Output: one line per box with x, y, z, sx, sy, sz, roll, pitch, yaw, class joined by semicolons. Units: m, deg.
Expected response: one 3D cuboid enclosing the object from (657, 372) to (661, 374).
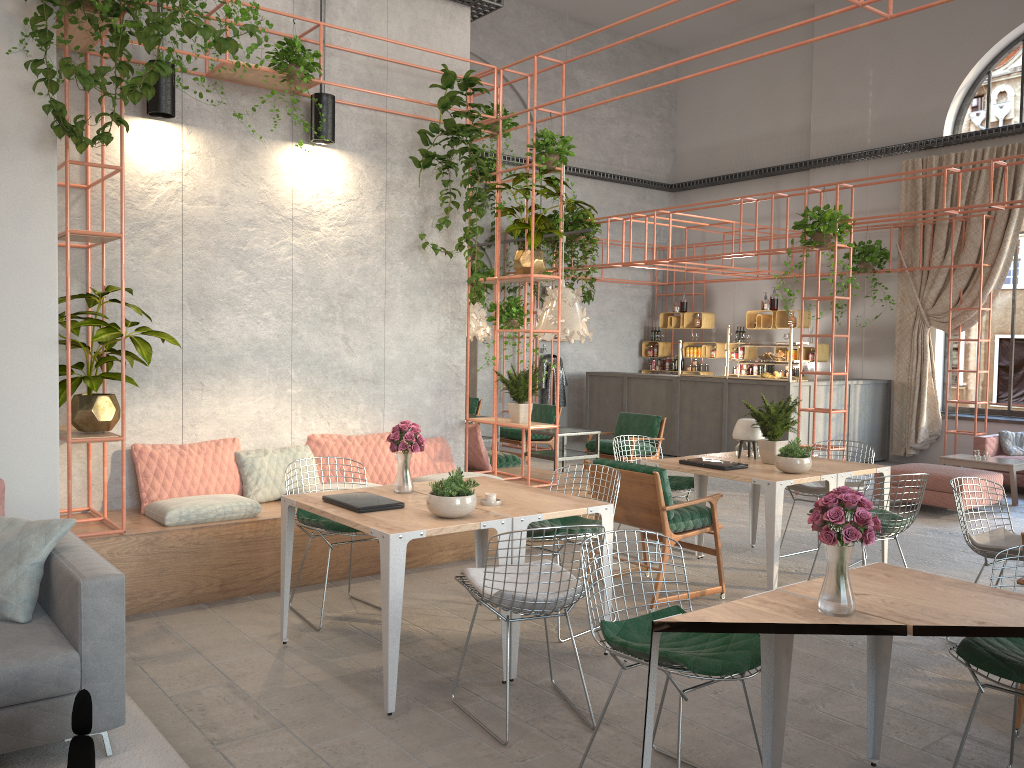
2.721;-0.098;16.415;0.074;0.243;0.254;1;3;-7;object

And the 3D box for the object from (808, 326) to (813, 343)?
4.668;-0.772;13.867;0.075;0.273;0.075;3;3;41;object

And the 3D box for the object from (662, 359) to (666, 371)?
2.762;-0.353;16.108;0.073;0.219;0.105;-1;3;-31;object

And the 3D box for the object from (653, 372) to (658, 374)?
2.660;-0.102;16.478;0.074;0.243;0.254;1;3;-7;object

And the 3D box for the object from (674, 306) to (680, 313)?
2.947;-1.337;15.845;0.088;0.123;0.088;2;3;19;object

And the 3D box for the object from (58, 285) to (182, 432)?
-2.569;-0.164;5.462;0.934;0.919;0.903;2;3;24;object

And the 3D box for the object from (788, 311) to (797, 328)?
4.450;-1.020;14.070;0.137;0.261;0.137;1;3;-2;object

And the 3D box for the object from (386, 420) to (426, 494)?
-0.603;0.413;5.043;0.225;0.414;0.213;3;4;45;object

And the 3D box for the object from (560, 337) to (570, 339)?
0.882;-0.843;15.293;0.219;0.149;0.129;-1;3;-38;object

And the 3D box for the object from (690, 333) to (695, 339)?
3.179;-0.817;15.590;0.083;0.159;0.083;-1;3;-28;object

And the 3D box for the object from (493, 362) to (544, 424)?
0.073;0.075;7.588;0.438;0.527;0.368;-1;3;-38;object

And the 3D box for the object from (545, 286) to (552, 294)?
0.624;-1.589;15.036;0.133;0.145;0.133;2;3;14;object

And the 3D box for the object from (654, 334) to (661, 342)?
2.668;-0.849;16.251;0.115;0.147;0.115;1;3;7;object

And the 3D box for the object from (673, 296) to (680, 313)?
2.991;-1.437;16.077;0.134;0.301;0.134;3;3;41;object

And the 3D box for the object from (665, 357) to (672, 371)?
2.833;-0.363;16.025;0.072;0.248;0.094;-1;3;-38;object

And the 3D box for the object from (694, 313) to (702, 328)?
3.277;-1.108;15.587;0.137;0.261;0.137;1;3;-2;object

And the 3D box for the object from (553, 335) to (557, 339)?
0.713;-0.872;15.160;0.081;0.204;0.081;-1;3;-37;object

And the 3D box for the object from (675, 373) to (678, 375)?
2.955;-0.159;15.888;0.058;0.059;0.058;1;3;7;object

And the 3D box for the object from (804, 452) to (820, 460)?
2.281;0.556;6.902;0.218;0.041;0.218;-1;3;-29;object

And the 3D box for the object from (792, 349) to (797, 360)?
4.435;-0.455;13.921;0.069;0.191;0.069;0;3;-21;object

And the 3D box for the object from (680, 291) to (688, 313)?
3.080;-1.469;15.902;0.134;0.386;0.134;1;3;-4;object

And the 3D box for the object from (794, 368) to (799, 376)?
4.488;-0.185;13.984;0.073;0.131;0.073;-2;4;-45;object

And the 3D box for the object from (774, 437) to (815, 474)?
1.936;0.489;6.107;0.248;0.247;0.254;-1;3;-38;object

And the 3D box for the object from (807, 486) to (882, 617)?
1.072;0.538;2.877;0.225;0.414;0.213;3;4;45;object

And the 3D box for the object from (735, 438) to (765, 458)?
1.885;0.493;7.007;0.210;0.154;0.165;3;4;42;object

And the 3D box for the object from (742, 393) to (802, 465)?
1.933;0.326;6.543;0.438;0.527;0.368;-1;3;-38;object

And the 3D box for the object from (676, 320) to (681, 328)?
2.995;-1.065;15.852;0.123;0.142;0.141;-1;3;-38;object

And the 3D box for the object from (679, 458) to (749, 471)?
1.449;0.576;6.387;0.268;0.031;0.427;-1;3;-38;object

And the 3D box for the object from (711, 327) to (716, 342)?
3.495;-0.860;15.384;0.075;0.273;0.075;2;3;19;object

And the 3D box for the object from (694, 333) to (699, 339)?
3.235;-0.813;15.518;0.083;0.159;0.083;-1;3;-28;object

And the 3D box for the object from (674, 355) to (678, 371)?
2.946;-0.376;15.879;0.066;0.291;0.066;3;3;36;object

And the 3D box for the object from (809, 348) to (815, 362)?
4.658;-0.450;13.703;0.131;0.207;0.131;1;3;7;object

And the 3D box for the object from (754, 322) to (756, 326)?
4.045;-0.995;14.609;0.097;0.148;0.097;-1;3;-41;object

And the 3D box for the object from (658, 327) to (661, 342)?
2.719;-0.928;16.419;0.066;0.291;0.066;1;3;2;object

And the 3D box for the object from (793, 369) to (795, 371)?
4.492;-0.177;14.087;0.115;0.107;0.115;-1;3;-32;object

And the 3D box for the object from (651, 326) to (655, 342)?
2.592;-0.926;16.323;0.066;0.291;0.066;2;3;22;object

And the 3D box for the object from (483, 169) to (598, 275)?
0.228;-1.389;7.519;0.934;0.947;0.903;2;3;14;object

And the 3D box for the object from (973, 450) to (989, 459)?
5.402;0.847;10.276;0.199;0.145;0.156;0;3;-23;object

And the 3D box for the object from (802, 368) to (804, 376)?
4.599;-0.187;14.076;0.073;0.131;0.073;-2;4;-45;object

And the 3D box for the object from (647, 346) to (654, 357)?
2.570;-0.605;16.379;0.131;0.207;0.131;1;3;7;object

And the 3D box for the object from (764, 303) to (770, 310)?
4.120;-1.250;14.328;0.088;0.123;0.088;2;3;19;object

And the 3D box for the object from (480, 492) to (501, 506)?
-0.115;0.607;4.727;0.115;0.078;0.115;-1;3;-32;object

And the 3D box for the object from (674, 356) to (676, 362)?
2.957;-0.380;16.000;0.074;0.287;0.072;1;3;-6;object

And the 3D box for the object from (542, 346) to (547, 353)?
0.553;-0.585;15.114;0.093;0.121;0.049;-1;3;-35;object

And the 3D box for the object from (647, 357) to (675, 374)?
2.708;-0.231;16.204;0.084;0.529;0.711;-1;3;-35;object

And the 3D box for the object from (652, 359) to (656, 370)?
2.607;-0.359;16.291;0.070;0.209;0.070;3;4;42;object

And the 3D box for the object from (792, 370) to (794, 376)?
4.393;-0.176;14.011;0.115;0.107;0.115;2;3;19;object

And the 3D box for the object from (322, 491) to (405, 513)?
-0.785;0.619;4.662;0.268;0.031;0.427;-1;3;-38;object

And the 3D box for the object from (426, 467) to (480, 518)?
-0.298;0.532;4.382;0.248;0.247;0.254;-1;3;-38;object

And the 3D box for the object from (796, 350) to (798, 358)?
4.500;-0.462;14.086;0.069;0.191;0.069;2;3;24;object

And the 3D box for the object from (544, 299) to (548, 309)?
0.620;-1.286;15.060;0.136;0.336;0.145;0;3;-24;object

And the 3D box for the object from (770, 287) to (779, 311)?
4.253;-1.382;14.385;0.134;0.386;0.134;3;3;41;object

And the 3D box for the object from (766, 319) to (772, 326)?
4.168;-0.977;14.335;0.123;0.142;0.141;-1;3;-38;object

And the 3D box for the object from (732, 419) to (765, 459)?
1.829;0.428;6.859;0.241;0.313;0.241;1;3;7;object

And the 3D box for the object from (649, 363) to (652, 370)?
2.562;-0.324;16.368;0.073;0.131;0.073;0;3;-13;object

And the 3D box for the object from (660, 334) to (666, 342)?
2.772;-0.852;16.331;0.115;0.147;0.115;1;3;7;object

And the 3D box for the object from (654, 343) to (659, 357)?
2.657;-0.623;16.247;0.072;0.248;0.094;-1;3;-38;object

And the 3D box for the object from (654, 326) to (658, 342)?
2.653;-0.927;16.371;0.066;0.291;0.066;-1;3;-31;object

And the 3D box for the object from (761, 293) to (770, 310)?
4.164;-1.349;14.560;0.134;0.301;0.134;3;3;41;object
